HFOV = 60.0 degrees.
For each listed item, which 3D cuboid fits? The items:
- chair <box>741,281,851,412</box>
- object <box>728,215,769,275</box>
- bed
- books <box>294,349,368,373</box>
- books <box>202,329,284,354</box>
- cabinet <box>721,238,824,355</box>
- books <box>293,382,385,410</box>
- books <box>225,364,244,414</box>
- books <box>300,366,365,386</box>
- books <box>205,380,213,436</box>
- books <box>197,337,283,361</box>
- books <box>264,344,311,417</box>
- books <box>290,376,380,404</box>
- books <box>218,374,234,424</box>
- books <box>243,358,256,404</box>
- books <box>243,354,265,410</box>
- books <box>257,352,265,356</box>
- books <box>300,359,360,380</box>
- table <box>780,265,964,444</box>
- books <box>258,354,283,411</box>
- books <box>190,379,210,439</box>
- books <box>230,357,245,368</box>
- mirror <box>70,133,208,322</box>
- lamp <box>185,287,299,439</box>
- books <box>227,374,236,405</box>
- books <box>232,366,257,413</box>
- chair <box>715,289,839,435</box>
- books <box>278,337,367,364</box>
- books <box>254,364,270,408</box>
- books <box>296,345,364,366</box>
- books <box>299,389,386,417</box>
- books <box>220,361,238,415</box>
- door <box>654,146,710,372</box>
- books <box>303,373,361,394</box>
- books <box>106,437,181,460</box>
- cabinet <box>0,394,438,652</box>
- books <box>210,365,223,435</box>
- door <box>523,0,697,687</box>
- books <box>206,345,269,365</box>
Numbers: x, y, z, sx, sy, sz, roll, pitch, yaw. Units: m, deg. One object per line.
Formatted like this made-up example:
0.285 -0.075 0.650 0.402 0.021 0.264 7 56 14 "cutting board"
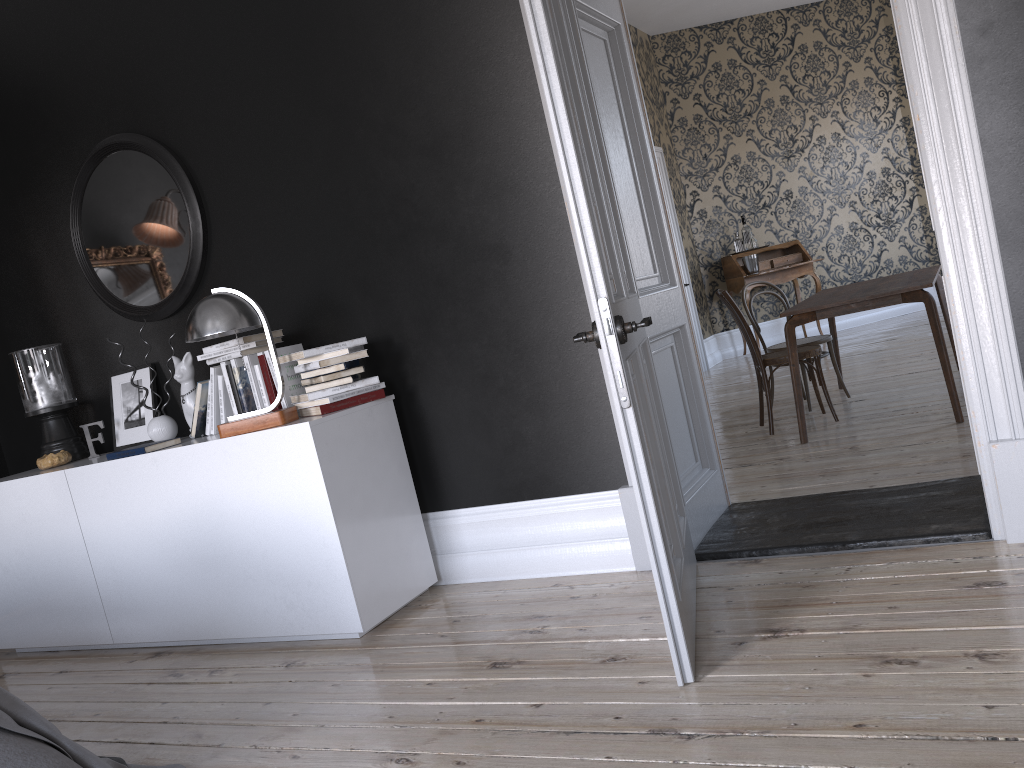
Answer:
1.960 -0.299 6.191 0.438 0.924 0.550 -16 6 -24 "chair"
2.763 -1.620 10.249 0.441 0.683 0.630 -14 5 -3 "object"
-2.930 1.005 1.877 3.287 1.300 2.758 -12 5 17 "bed"
-0.766 -0.095 3.746 0.220 0.030 0.307 -16 5 -32 "books"
-1.209 -0.189 3.986 0.307 0.030 0.220 -10 5 38 "books"
3.063 -1.004 10.162 0.912 1.201 0.903 -14 5 -7 "cabinet"
-0.724 0.049 3.732 0.229 0.025 0.318 -10 5 38 "books"
-1.165 0.041 3.955 0.030 0.290 0.192 -10 6 28 "books"
-0.765 -0.034 3.764 0.192 0.030 0.290 -16 5 -30 "books"
-1.323 0.092 4.075 0.132 0.245 0.195 -11 6 28 "books"
-1.213 -0.157 3.964 0.307 0.024 0.219 -12 4 18 "books"
-0.948 -0.012 3.860 0.050 0.308 0.219 -10 6 28 "books"
-0.751 0.024 3.750 0.317 0.031 0.229 -16 5 -32 "books"
-1.255 0.073 4.036 0.091 0.256 0.195 -11 6 28 "books"
-1.075 0.010 3.961 0.030 0.307 0.220 -10 6 28 "books"
-1.064 0.010 3.924 0.024 0.308 0.219 -10 6 28 "books"
-1.002 -0.004 3.921 0.030 0.307 0.220 -10 6 28 "books"
-0.766 -0.064 3.747 0.193 0.030 0.289 -13 4 2 "books"
2.335 -0.247 5.632 0.852 0.756 1.789 -11 5 28 "table"
-0.982 0.000 3.883 0.038 0.296 0.235 -10 6 28 "books"
-1.373 0.103 4.068 0.159 0.247 0.202 -11 6 28 "books"
-1.133 0.024 3.962 0.024 0.308 0.219 -10 6 28 "books"
-1.882 -0.768 4.411 0.925 0.926 0.061 -11 6 28 "mirror"
-1.116 -0.099 3.588 0.341 0.591 0.328 -13 5 8 "lamp"
-1.174 0.056 3.992 0.026 0.259 0.195 -10 6 28 "books"
-1.123 0.046 3.917 0.029 0.270 0.204 -10 6 28 "books"
1.664 -0.195 5.591 0.541 0.951 0.419 -13 5 8 "chair"
-0.796 -0.141 3.729 0.305 0.030 0.221 -17 6 -42 "books"
-1.034 0.029 3.914 0.026 0.259 0.195 -10 6 28 "books"
-0.766 -0.124 3.763 0.220 0.024 0.307 -13 4 3 "books"
-0.716 0.080 3.725 0.294 0.038 0.235 -16 5 -34 "books"
-1.197 0.034 4.028 0.030 0.307 0.220 -10 6 28 "books"
1.629 -1.271 9.356 0.137 2.547 1.390 -10 6 28 "door"
-0.756 -0.005 3.757 0.203 0.029 0.268 -13 4 -2 "books"
-1.629 0.286 3.927 0.290 0.030 0.192 -10 5 34 "books"
-1.572 0.723 4.189 2.400 0.884 0.568 -11 5 28 "cabinet"
-1.288 0.059 4.048 0.127 0.296 0.219 -11 6 28 "books"
0.331 -0.399 2.830 0.216 2.378 1.095 -12 5 16 "door"
-1.212 -0.132 3.971 0.259 0.026 0.195 -10 5 38 "books"
